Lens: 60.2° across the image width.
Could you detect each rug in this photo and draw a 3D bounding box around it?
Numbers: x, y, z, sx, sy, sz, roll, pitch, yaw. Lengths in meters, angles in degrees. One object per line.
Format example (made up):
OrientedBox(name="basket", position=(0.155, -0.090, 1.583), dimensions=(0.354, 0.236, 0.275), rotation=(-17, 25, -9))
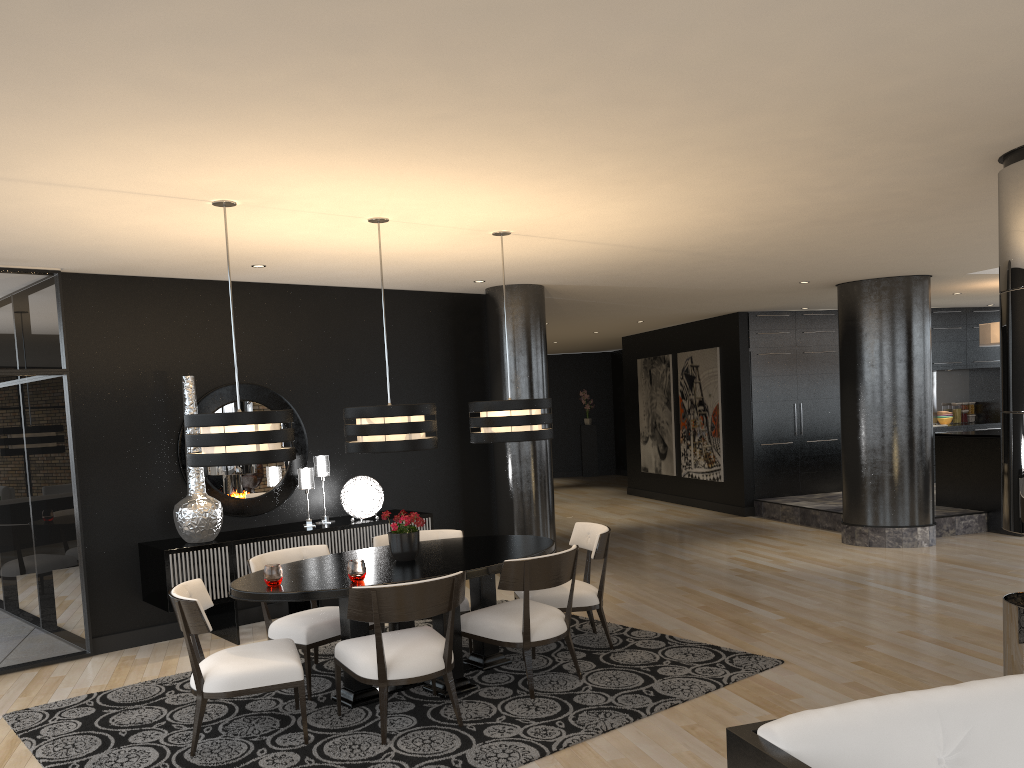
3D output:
OrientedBox(name="rug", position=(-0.641, 1.803, 5.231), dimensions=(3.709, 0.011, 2.719), rotation=(-2, -2, -40))

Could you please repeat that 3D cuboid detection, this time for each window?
OrientedBox(name="window", position=(4.519, -0.868, 4.815), dimensions=(15.844, 4.804, 10.129), rotation=(-2, -1, -30))

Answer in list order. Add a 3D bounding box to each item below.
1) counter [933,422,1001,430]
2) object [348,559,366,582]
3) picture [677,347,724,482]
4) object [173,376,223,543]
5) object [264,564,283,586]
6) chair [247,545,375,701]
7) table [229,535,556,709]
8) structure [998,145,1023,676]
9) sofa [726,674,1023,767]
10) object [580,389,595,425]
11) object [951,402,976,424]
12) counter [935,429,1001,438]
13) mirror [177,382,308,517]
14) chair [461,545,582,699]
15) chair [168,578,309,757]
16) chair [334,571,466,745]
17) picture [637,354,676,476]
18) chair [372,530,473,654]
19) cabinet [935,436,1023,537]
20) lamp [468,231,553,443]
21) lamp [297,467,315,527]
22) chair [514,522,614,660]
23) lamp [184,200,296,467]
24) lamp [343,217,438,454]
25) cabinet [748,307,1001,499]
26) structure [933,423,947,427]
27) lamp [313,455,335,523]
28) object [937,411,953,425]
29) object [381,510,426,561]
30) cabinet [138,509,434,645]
OrientedBox(name="counter", position=(5.847, 0.657, 12.998), dimensions=(2.856, 0.034, 0.730), rotation=(-2, -1, -17))
OrientedBox(name="object", position=(-0.811, 0.976, 4.619), dimensions=(0.095, 0.106, 0.095), rotation=(-4, 2, -28))
OrientedBox(name="picture", position=(2.744, 0.451, 12.817), dimensions=(0.077, 1.882, 1.152), rotation=(-4, 3, -17))
OrientedBox(name="object", position=(-2.317, 0.549, 6.439), dimensions=(0.342, 1.214, 0.343), rotation=(-5, 4, -31))
OrientedBox(name="object", position=(-1.245, 0.997, 4.605), dimensions=(0.095, 0.106, 0.095), rotation=(-2, 2, 17))
OrientedBox(name="chair", position=(-1.234, 1.439, 5.440), dimensions=(0.616, 0.810, 0.639), rotation=(-1, 2, 36))
OrientedBox(name="table", position=(-0.603, 1.420, 5.233), dimensions=(2.099, 0.772, 1.210), rotation=(-2, 0, -38))
OrientedBox(name="structure", position=(2.794, 0.235, 4.185), dimensions=(0.585, 2.755, 0.890), rotation=(-5, 4, -29))
OrientedBox(name="sofa", position=(1.685, 1.214, 2.295), dimensions=(2.028, 0.807, 0.837), rotation=(-3, 1, -17))
OrientedBox(name="object", position=(1.661, 0.508, 19.448), dimensions=(0.339, 0.791, 0.227), rotation=(-2, 4, 12))
OrientedBox(name="object", position=(6.934, 0.441, 13.556), dimensions=(0.365, 0.317, 0.113), rotation=(-3, 3, -17))
OrientedBox(name="counter", position=(6.605, 0.512, 10.220), dimensions=(3.109, 0.032, 1.179), rotation=(-2, -2, -17))
OrientedBox(name="mirror", position=(-2.125, 0.527, 7.050), dimensions=(1.072, 1.083, 0.025), rotation=(-4, 4, -39))
OrientedBox(name="chair", position=(0.068, 1.367, 5.182), dimensions=(0.616, 0.810, 0.640), rotation=(-1, 3, 44))
OrientedBox(name="chair", position=(-1.411, 1.426, 4.548), dimensions=(0.615, 0.810, 0.641), rotation=(-4, 2, -19))
OrientedBox(name="chair", position=(-0.577, 1.385, 4.611), dimensions=(0.641, 0.810, 0.615), rotation=(-4, 2, -29))
OrientedBox(name="picture", position=(2.329, 0.506, 14.159), dimensions=(0.077, 1.882, 1.152), rotation=(-4, 3, -17))
OrientedBox(name="chair", position=(-0.594, 1.419, 5.914), dimensions=(0.642, 0.810, 0.614), rotation=(-3, 2, -11))
OrientedBox(name="cabinet", position=(6.632, 1.048, 10.258), dimensions=(3.109, 1.042, 1.178), rotation=(-3, 1, -17))
OrientedBox(name="lamp", position=(-0.034, -0.299, 5.643), dimensions=(0.533, 1.335, 0.535), rotation=(-6, 4, -40))
OrientedBox(name="lamp", position=(-1.640, 0.904, 7.070), dimensions=(0.124, 0.467, 0.131), rotation=(-4, 4, -17))
OrientedBox(name="chair", position=(0.364, 1.371, 5.935), dimensions=(0.615, 0.810, 0.641), rotation=(-3, 2, -11))
OrientedBox(name="lamp", position=(-1.423, -0.258, 4.514), dimensions=(0.533, 1.335, 0.535), rotation=(-6, 4, -40))
OrientedBox(name="lamp", position=(-0.728, -0.279, 5.078), dimensions=(0.533, 1.335, 0.535), rotation=(-6, 4, -40))
OrientedBox(name="cabinet", position=(5.832, 0.200, 12.943), dimensions=(5.718, 2.539, 0.726), rotation=(-3, 3, -17))
OrientedBox(name="structure", position=(5.850, 0.633, 12.977), dimensions=(0.899, 0.067, 0.520), rotation=(-2, -1, -17))
OrientedBox(name="lamp", position=(-1.544, 0.860, 7.224), dimensions=(0.132, 0.553, 0.124), rotation=(-2, 4, 13))
OrientedBox(name="object", position=(6.586, 0.515, 13.428), dimensions=(0.204, 0.206, 0.185), rotation=(-3, 2, -16))
OrientedBox(name="object", position=(-0.625, 0.886, 5.179), dimensions=(0.236, 0.299, 0.228), rotation=(-4, 2, -37))
OrientedBox(name="cabinet", position=(-1.704, 1.523, 7.052), dimensions=(2.229, 0.770, 0.610), rotation=(-2, 1, -39))
